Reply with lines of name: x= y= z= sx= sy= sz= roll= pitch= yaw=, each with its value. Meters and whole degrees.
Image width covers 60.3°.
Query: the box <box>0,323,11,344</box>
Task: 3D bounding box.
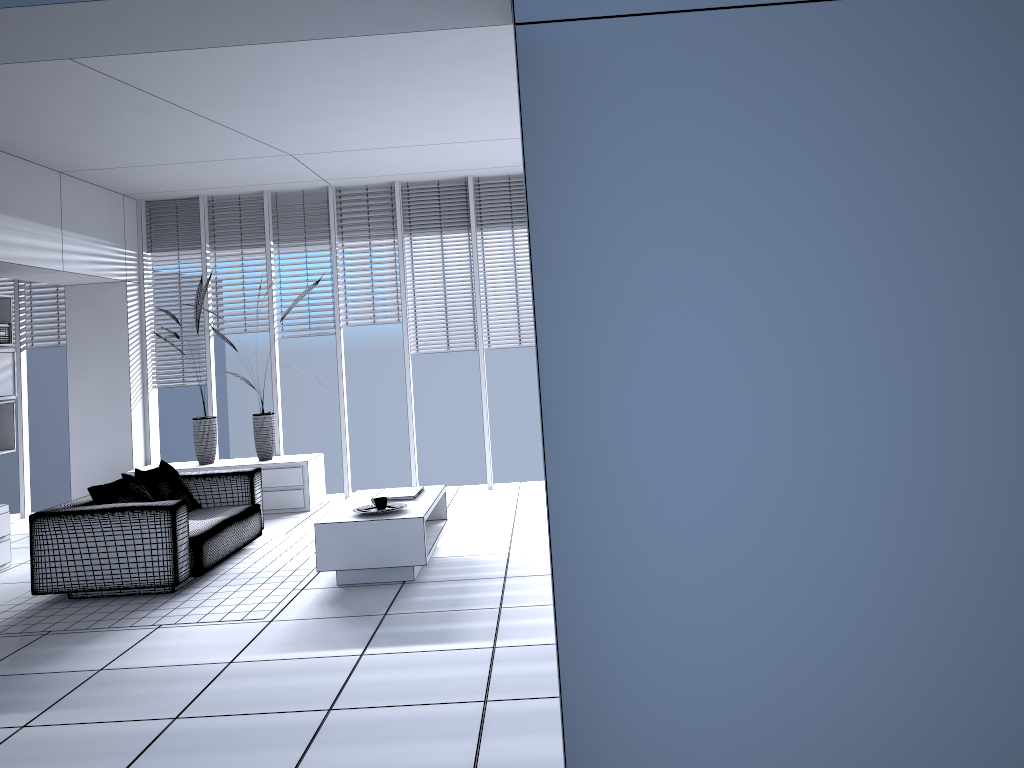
box: x=-4.153 y=-0.391 z=6.956 sx=0.280 sy=0.163 sz=0.216 roll=-4 pitch=0 yaw=2

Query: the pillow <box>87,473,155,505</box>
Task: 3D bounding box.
pillow: x=-2.500 y=0.808 z=5.770 sx=0.340 sy=0.391 sz=0.566 roll=-4 pitch=0 yaw=-1

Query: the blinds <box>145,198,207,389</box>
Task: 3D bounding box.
blinds: x=-3.332 y=-0.916 z=8.805 sx=0.636 sy=1.893 sz=0.057 roll=-4 pitch=-4 yaw=2

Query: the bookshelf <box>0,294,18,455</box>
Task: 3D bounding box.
bookshelf: x=-4.181 y=-0.017 z=5.678 sx=0.327 sy=1.256 sz=2.812 roll=-4 pitch=1 yaw=2

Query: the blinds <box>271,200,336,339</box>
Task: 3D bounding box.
blinds: x=-2.059 y=-1.147 z=8.777 sx=0.636 sy=1.364 sz=0.057 roll=-4 pitch=-4 yaw=2

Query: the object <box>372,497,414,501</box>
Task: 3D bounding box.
object: x=-0.780 y=0.750 z=6.013 sx=0.285 sy=0.008 sz=0.415 roll=-4 pitch=2 yaw=3

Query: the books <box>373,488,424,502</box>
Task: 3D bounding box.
books: x=-0.769 y=0.756 z=6.024 sx=0.285 sy=0.008 sz=0.415 roll=-4 pitch=2 yaw=3

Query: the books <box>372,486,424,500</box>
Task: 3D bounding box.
books: x=-0.771 y=0.742 z=6.014 sx=0.285 sy=0.008 sz=0.415 roll=-4 pitch=2 yaw=3

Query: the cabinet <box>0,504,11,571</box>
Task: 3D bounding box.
cabinet: x=-3.968 y=1.171 z=5.313 sx=0.573 sy=0.451 sz=2.266 roll=-4 pitch=2 yaw=2

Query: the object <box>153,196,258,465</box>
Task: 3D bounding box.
object: x=-2.961 y=-0.754 z=8.513 sx=1.421 sy=3.004 sz=0.494 roll=-5 pitch=-4 yaw=30

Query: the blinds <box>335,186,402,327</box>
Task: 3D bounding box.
blinds: x=-1.421 y=-1.272 z=8.766 sx=0.636 sy=1.385 sz=0.038 roll=-4 pitch=-4 yaw=2

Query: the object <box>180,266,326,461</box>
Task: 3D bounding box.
object: x=-2.410 y=-0.212 z=8.133 sx=1.551 sy=1.875 sz=0.688 roll=-4 pitch=-3 yaw=-4

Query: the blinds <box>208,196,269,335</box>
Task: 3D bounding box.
blinds: x=-2.706 y=-1.186 z=8.803 sx=0.636 sy=1.374 sz=0.050 roll=-4 pitch=-4 yaw=2

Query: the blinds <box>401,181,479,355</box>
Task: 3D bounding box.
blinds: x=-0.698 y=-1.158 z=8.733 sx=0.714 sy=1.700 sz=0.047 roll=-4 pitch=-4 yaw=2

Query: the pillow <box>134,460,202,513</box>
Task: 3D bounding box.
pillow: x=-2.482 y=0.760 z=6.350 sx=0.300 sy=0.400 sz=0.565 roll=-4 pitch=0 yaw=-1

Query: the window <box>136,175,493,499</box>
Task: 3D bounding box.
window: x=-0.886 y=-0.479 z=8.610 sx=5.500 sy=3.146 sz=0.099 roll=-4 pitch=-4 yaw=2

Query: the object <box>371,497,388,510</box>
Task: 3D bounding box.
object: x=-0.812 y=0.738 z=5.426 sx=0.096 sy=0.070 sz=0.084 roll=-4 pitch=0 yaw=-17

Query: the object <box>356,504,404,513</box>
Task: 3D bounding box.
object: x=-0.812 y=0.768 z=5.424 sx=0.218 sy=0.012 sz=0.213 roll=-6 pitch=3 yaw=-42

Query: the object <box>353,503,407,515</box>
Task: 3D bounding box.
object: x=-0.811 y=0.775 z=5.428 sx=0.328 sy=0.024 sz=0.329 roll=-2 pitch=3 yaw=32

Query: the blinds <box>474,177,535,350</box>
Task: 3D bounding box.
blinds: x=0.009 y=-1.204 z=8.712 sx=0.714 sy=1.700 sz=0.047 roll=-4 pitch=-4 yaw=2

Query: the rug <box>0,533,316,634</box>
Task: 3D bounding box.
rug: x=-2.173 y=1.253 z=5.806 sx=1.798 sy=0.001 sz=2.228 roll=-4 pitch=2 yaw=2

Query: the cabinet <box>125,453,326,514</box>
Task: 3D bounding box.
cabinet: x=-2.649 y=0.961 z=8.223 sx=1.675 sy=0.452 sz=0.595 roll=-4 pitch=0 yaw=2

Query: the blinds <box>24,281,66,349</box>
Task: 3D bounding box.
blinds: x=-4.604 y=-1.064 z=8.891 sx=0.636 sy=1.385 sz=0.038 roll=-4 pitch=-4 yaw=2

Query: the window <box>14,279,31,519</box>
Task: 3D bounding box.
window: x=-5.194 y=-0.197 z=8.768 sx=0.688 sy=3.146 sz=0.099 roll=-4 pitch=-4 yaw=2

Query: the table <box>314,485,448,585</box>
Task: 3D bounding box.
table: x=-0.809 y=0.970 z=5.768 sx=0.650 sy=0.390 sz=1.198 roll=-4 pitch=2 yaw=2

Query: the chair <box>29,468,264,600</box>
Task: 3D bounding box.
chair: x=-2.363 y=0.976 z=6.037 sx=0.959 sy=0.554 sz=1.646 roll=-4 pitch=2 yaw=2

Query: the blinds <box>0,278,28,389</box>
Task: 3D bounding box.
blinds: x=-5.230 y=-0.795 z=8.894 sx=0.636 sy=1.914 sz=0.038 roll=-4 pitch=-4 yaw=2
